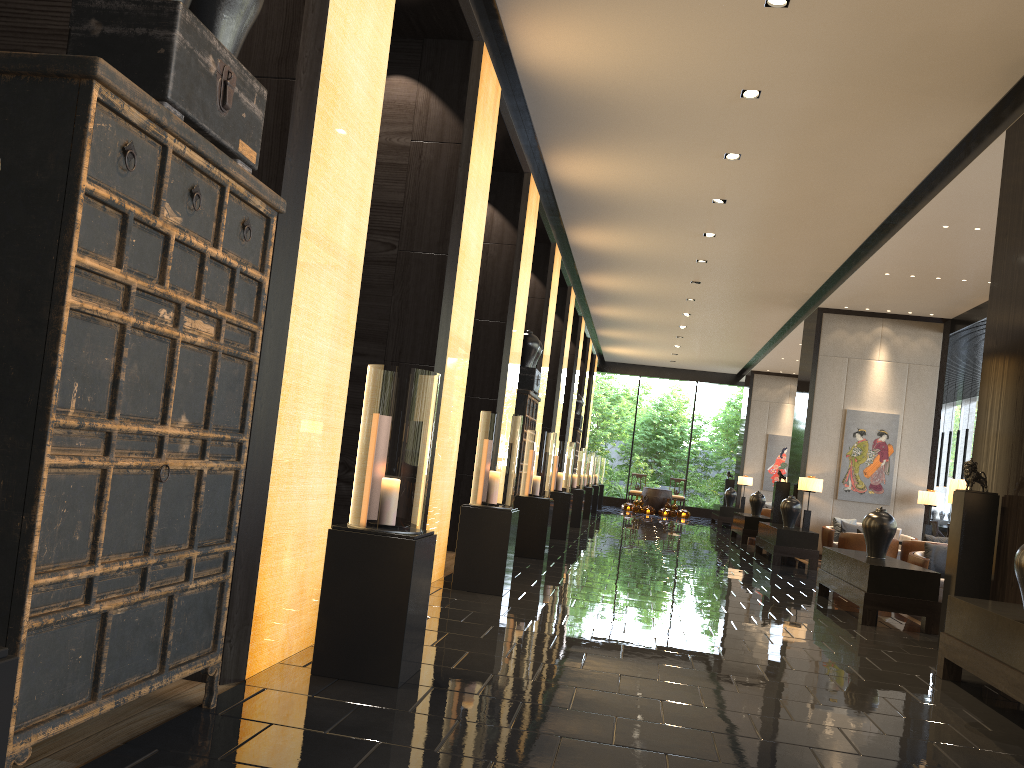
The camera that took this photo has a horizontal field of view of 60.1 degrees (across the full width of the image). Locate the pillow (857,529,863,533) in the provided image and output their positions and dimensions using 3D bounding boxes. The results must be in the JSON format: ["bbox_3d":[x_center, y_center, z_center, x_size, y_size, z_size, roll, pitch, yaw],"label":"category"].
[{"bbox_3d":[5.032,2.189,12.370,0.441,0.337,0.206,6,-3,15],"label":"pillow"}]

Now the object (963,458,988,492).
[{"bbox_3d":[3.416,0.671,6.529,0.176,0.245,0.116,6,-2,9],"label":"object"}]

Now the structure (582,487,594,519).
[{"bbox_3d":[1.472,2.484,18.587,0.402,0.656,0.403,6,-2,9],"label":"structure"}]

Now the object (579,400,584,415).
[{"bbox_3d":[1.499,0.477,20.420,0.312,0.492,0.312,7,-3,-10],"label":"object"}]

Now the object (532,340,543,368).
[{"bbox_3d":[0.241,-0.419,11.699,0.312,0.492,0.312,7,-3,-10],"label":"object"}]

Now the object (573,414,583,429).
[{"bbox_3d":[1.435,0.862,20.235,0.365,0.314,0.608,6,-4,9],"label":"object"}]

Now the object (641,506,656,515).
[{"bbox_3d":[3.758,3.470,24.390,0.369,0.229,0.371,4,-5,31],"label":"object"}]

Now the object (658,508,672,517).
[{"bbox_3d":[4.212,3.517,24.327,0.369,0.229,0.371,6,-4,11],"label":"object"}]

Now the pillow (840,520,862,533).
[{"bbox_3d":[5.449,2.375,14.107,0.471,0.360,0.220,6,-2,5],"label":"pillow"}]

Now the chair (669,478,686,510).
[{"bbox_3d":[4.796,3.292,25.841,0.520,1.074,0.538,6,-2,9],"label":"chair"}]

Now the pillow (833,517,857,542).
[{"bbox_3d":[5.374,2.360,14.276,0.433,0.399,0.201,7,-2,-13],"label":"pillow"}]

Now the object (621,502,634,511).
[{"bbox_3d":[3.295,3.472,25.046,0.369,0.229,0.371,5,-4,26],"label":"object"}]

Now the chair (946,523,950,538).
[{"bbox_3d":[8.548,3.091,16.863,0.562,0.825,0.527,6,-3,9],"label":"chair"}]

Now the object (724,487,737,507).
[{"bbox_3d":[5.523,2.852,22.393,0.311,0.492,0.313,5,-3,27],"label":"object"}]

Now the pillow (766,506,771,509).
[{"bbox_3d":[6.319,3.107,21.296,0.441,0.337,0.206,6,-3,15],"label":"pillow"}]

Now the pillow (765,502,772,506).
[{"bbox_3d":[6.662,3.278,23.202,0.433,0.399,0.201,7,-2,-13],"label":"pillow"}]

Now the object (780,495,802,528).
[{"bbox_3d":[4.234,1.934,13.460,0.311,0.492,0.313,5,-3,27],"label":"object"}]

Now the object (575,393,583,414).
[{"bbox_3d":[1.451,0.443,20.091,0.312,0.492,0.311,7,-3,-18],"label":"object"}]

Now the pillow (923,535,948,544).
[{"bbox_3d":[5.876,2.274,12.246,0.398,0.361,0.223,6,-2,9],"label":"pillow"}]

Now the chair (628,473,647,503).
[{"bbox_3d":[3.687,3.176,26.007,0.520,1.074,0.538,6,-2,9],"label":"chair"}]

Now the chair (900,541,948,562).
[{"bbox_3d":[5.869,2.501,12.357,0.803,0.603,0.608,6,-3,9],"label":"chair"}]

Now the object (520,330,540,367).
[{"bbox_3d":[0.194,-0.453,11.370,0.312,0.492,0.311,8,-3,-25],"label":"object"}]

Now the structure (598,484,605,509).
[{"bbox_3d":[2.310,3.081,24.394,0.402,0.656,0.403,6,-2,9],"label":"structure"}]

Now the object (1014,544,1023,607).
[{"bbox_3d":[2.760,0.997,4.563,0.311,0.492,0.313,5,-3,27],"label":"object"}]

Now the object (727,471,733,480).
[{"bbox_3d":[5.973,2.494,24.267,0.176,0.245,0.116,6,-2,14],"label":"object"}]

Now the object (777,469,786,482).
[{"bbox_3d":[4.689,1.596,15.398,0.161,0.217,0.102,7,-2,-3],"label":"object"}]

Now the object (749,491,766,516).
[{"bbox_3d":[4.784,2.325,17.270,0.311,0.492,0.313,5,-3,27],"label":"object"}]

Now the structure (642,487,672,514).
[{"bbox_3d":[4.114,3.341,25.246,0.873,0.709,0.876,7,-4,-3],"label":"structure"}]

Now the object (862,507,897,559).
[{"bbox_3d":[3.518,1.423,8.494,0.312,0.492,0.312,7,-3,-10],"label":"object"}]

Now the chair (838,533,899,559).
[{"bbox_3d":[5.027,2.413,12.483,0.803,0.603,0.608,6,-3,9],"label":"chair"}]

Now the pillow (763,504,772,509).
[{"bbox_3d":[6.736,3.292,23.033,0.471,0.360,0.220,6,-2,5],"label":"pillow"}]

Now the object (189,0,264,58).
[{"bbox_3d":[-1.010,-1.311,3.023,0.312,0.492,0.312,7,-3,-10],"label":"object"}]

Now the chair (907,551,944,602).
[{"bbox_3d":[4.453,2.054,9.096,0.803,0.603,0.608,6,-3,9],"label":"chair"}]

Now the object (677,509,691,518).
[{"bbox_3d":[4.808,3.628,24.802,0.370,0.229,0.370,8,-4,-19],"label":"object"}]

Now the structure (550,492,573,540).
[{"bbox_3d":[0.634,1.887,12.779,0.402,0.656,0.403,6,-2,9],"label":"structure"}]

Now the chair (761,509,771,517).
[{"bbox_3d":[6.315,3.330,21.409,0.803,0.603,0.608,6,-3,9],"label":"chair"}]

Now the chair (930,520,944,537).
[{"bbox_3d":[8.701,3.200,17.922,0.562,0.825,0.527,6,-3,9],"label":"chair"}]

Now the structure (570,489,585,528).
[{"bbox_3d":[1.053,2.185,15.683,0.402,0.656,0.403,6,-2,9],"label":"structure"}]

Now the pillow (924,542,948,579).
[{"bbox_3d":[4.496,1.852,9.218,0.398,0.361,0.223,6,-2,9],"label":"pillow"}]

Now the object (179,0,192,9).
[{"bbox_3d":[-1.058,-1.345,2.694,0.311,0.492,0.312,6,-2,5],"label":"object"}]

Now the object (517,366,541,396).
[{"bbox_3d":[0.178,-0.034,11.515,0.365,0.314,0.608,6,-4,9],"label":"object"}]

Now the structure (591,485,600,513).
[{"bbox_3d":[1.891,2.782,21.491,0.402,0.656,0.403,6,-2,9],"label":"structure"}]
